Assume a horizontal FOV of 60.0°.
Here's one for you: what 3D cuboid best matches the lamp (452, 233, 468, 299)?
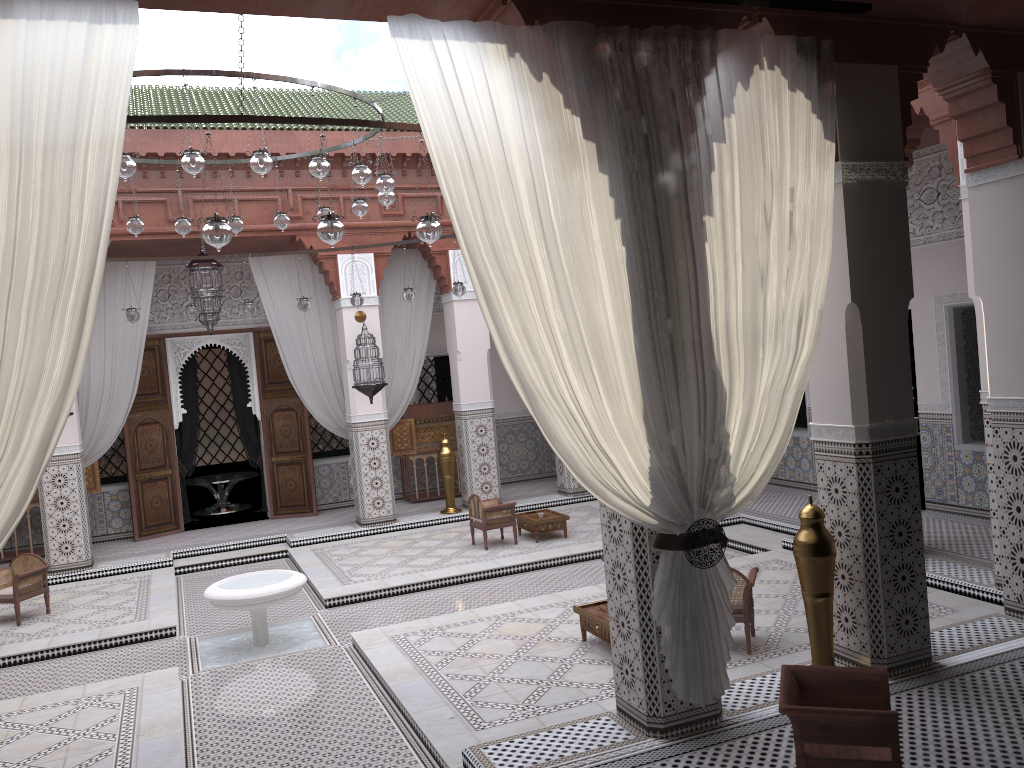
[{"bbox_3d":[-0.309,-0.669,5.035,0.091,0.371,0.090,-6,2,-21],"label":"lamp"}]

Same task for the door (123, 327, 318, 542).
[{"bbox_3d":[-2.125,0.288,6.406,1.244,1.461,0.419,-6,2,-21],"label":"door"}]

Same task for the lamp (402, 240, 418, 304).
[{"bbox_3d":[-0.604,-0.646,5.132,0.091,0.371,0.090,-6,2,-21],"label":"lamp"}]

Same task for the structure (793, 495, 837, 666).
[{"bbox_3d":[0.906,0.597,2.633,0.156,0.539,0.156,-5,2,-4],"label":"structure"}]

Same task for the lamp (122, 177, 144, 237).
[{"bbox_3d":[-1.784,-0.873,4.159,0.090,0.371,0.091,-5,2,4],"label":"lamp"}]

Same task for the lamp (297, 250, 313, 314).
[{"bbox_3d":[-1.219,-0.593,5.162,0.090,0.371,0.091,-3,2,44],"label":"lamp"}]

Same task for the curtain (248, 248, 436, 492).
[{"bbox_3d":[-1.047,-0.031,6.050,1.304,1.761,0.048,-6,2,-21],"label":"curtain"}]

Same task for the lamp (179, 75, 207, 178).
[{"bbox_3d":[-1.119,-0.897,3.052,0.091,0.371,0.090,-5,2,4],"label":"lamp"}]

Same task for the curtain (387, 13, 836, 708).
[{"bbox_3d":[0.412,-0.043,2.265,1.304,1.761,0.137,-6,2,-21],"label":"curtain"}]

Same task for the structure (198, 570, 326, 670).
[{"bbox_3d":[-1.099,1.007,3.859,0.528,0.310,0.501,-6,2,-21],"label":"structure"}]

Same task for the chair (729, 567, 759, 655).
[{"bbox_3d":[0.741,0.771,3.148,0.263,0.313,0.208,-4,2,19],"label":"chair"}]

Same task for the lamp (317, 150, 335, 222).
[{"bbox_3d":[-0.920,-0.954,4.327,0.091,0.371,0.090,-6,2,-26],"label":"lamp"}]

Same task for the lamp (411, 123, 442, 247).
[{"bbox_3d":[-0.268,-0.600,2.676,0.091,0.371,0.090,-5,2,-6],"label":"lamp"}]

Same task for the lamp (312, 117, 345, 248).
[{"bbox_3d":[-0.533,-0.572,2.517,0.091,0.371,0.090,-5,2,-6],"label":"lamp"}]

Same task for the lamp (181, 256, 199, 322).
[{"bbox_3d":[-1.821,-0.535,4.996,0.090,0.371,0.091,-5,2,14],"label":"lamp"}]

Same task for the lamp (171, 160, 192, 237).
[{"bbox_3d":[-1.605,-0.893,4.285,0.090,0.371,0.091,-4,2,19],"label":"lamp"}]

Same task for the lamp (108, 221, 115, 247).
[{"bbox_3d":[-1.114,-0.515,2.315,0.091,0.371,0.090,-5,2,14],"label":"lamp"}]

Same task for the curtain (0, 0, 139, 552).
[{"bbox_3d":[-1.294,0.125,1.604,1.303,1.764,0.129,-6,2,-21],"label":"curtain"}]

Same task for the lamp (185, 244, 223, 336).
[{"bbox_3d":[-1.911,-0.588,5.544,0.221,0.571,0.220,-6,2,-21],"label":"lamp"}]

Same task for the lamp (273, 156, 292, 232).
[{"bbox_3d":[-1.147,-0.936,4.380,0.090,0.371,0.091,-3,2,44],"label":"lamp"}]

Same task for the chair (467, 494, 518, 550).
[{"bbox_3d":[-0.114,0.784,5.169,0.208,0.313,0.263,-6,2,-25],"label":"chair"}]

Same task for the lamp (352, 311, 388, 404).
[{"bbox_3d":[-0.932,-0.178,5.707,0.216,0.618,0.217,-6,2,-21],"label":"lamp"}]

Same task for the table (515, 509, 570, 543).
[{"bbox_3d":[0.176,0.841,5.287,0.229,0.142,0.330,-6,2,-21],"label":"table"}]

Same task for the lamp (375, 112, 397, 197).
[{"bbox_3d":[-0.536,-0.968,3.691,0.090,0.371,0.091,-4,2,24],"label":"lamp"}]

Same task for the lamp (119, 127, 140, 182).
[{"bbox_3d":[-1.345,-0.876,3.022,0.091,0.371,0.090,-5,2,14],"label":"lamp"}]

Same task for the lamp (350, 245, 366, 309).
[{"bbox_3d":[-0.913,-0.620,5.172,0.091,0.371,0.090,-6,2,-36],"label":"lamp"}]

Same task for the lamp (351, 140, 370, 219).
[{"bbox_3d":[-0.726,-0.967,4.204,0.091,0.371,0.090,-5,2,-6],"label":"lamp"}]

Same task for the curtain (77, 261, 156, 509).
[{"bbox_3d":[-2.779,0.140,5.395,1.304,1.761,0.048,-6,2,-21],"label":"curtain"}]

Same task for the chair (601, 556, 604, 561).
[{"bbox_3d":[0.518,0.776,3.627,0.263,0.313,0.208,-5,2,15],"label":"chair"}]

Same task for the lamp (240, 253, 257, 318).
[{"bbox_3d":[-1.525,-0.565,5.100,0.090,0.371,0.091,-4,2,34],"label":"lamp"}]

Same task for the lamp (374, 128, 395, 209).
[{"bbox_3d":[-0.568,-0.974,3.984,0.091,0.371,0.090,-4,2,19],"label":"lamp"}]

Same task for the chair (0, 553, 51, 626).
[{"bbox_3d":[-2.455,1.013,4.382,0.263,0.313,0.208,-5,2,15],"label":"chair"}]

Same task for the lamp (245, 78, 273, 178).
[{"bbox_3d":[-0.906,-0.918,3.140,0.091,0.371,0.090,-6,2,-21],"label":"lamp"}]

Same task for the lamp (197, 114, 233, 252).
[{"bbox_3d":[-0.817,-0.543,2.394,0.091,0.371,0.090,-5,2,-6],"label":"lamp"}]

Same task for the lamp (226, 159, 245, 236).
[{"bbox_3d":[-1.374,-0.915,4.368,0.090,0.371,0.091,-4,2,39],"label":"lamp"}]

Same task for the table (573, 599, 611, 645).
[{"bbox_3d":[0.399,0.885,3.228,0.229,0.142,0.330,-6,2,-21],"label":"table"}]

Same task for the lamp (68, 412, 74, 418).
[{"bbox_3d":[-2.636,-0.008,5.043,0.216,0.618,0.217,-6,2,-21],"label":"lamp"}]

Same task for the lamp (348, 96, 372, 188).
[{"bbox_3d":[-0.601,-0.955,3.469,0.090,0.371,0.091,-3,2,44],"label":"lamp"}]

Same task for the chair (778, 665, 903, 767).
[{"bbox_3d":[0.720,0.787,1.948,0.234,0.252,0.259,-4,2,18],"label":"chair"}]

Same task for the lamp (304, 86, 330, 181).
[{"bbox_3d":[-0.729,-0.938,3.281,0.091,0.371,0.090,-6,2,-31],"label":"lamp"}]

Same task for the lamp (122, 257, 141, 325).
[{"bbox_3d":[-2.094,-0.507,4.857,0.090,0.371,0.091,-4,2,24],"label":"lamp"}]

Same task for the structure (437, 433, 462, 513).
[{"bbox_3d":[-0.442,0.608,6.095,0.156,0.539,0.156,-5,2,-16],"label":"structure"}]
